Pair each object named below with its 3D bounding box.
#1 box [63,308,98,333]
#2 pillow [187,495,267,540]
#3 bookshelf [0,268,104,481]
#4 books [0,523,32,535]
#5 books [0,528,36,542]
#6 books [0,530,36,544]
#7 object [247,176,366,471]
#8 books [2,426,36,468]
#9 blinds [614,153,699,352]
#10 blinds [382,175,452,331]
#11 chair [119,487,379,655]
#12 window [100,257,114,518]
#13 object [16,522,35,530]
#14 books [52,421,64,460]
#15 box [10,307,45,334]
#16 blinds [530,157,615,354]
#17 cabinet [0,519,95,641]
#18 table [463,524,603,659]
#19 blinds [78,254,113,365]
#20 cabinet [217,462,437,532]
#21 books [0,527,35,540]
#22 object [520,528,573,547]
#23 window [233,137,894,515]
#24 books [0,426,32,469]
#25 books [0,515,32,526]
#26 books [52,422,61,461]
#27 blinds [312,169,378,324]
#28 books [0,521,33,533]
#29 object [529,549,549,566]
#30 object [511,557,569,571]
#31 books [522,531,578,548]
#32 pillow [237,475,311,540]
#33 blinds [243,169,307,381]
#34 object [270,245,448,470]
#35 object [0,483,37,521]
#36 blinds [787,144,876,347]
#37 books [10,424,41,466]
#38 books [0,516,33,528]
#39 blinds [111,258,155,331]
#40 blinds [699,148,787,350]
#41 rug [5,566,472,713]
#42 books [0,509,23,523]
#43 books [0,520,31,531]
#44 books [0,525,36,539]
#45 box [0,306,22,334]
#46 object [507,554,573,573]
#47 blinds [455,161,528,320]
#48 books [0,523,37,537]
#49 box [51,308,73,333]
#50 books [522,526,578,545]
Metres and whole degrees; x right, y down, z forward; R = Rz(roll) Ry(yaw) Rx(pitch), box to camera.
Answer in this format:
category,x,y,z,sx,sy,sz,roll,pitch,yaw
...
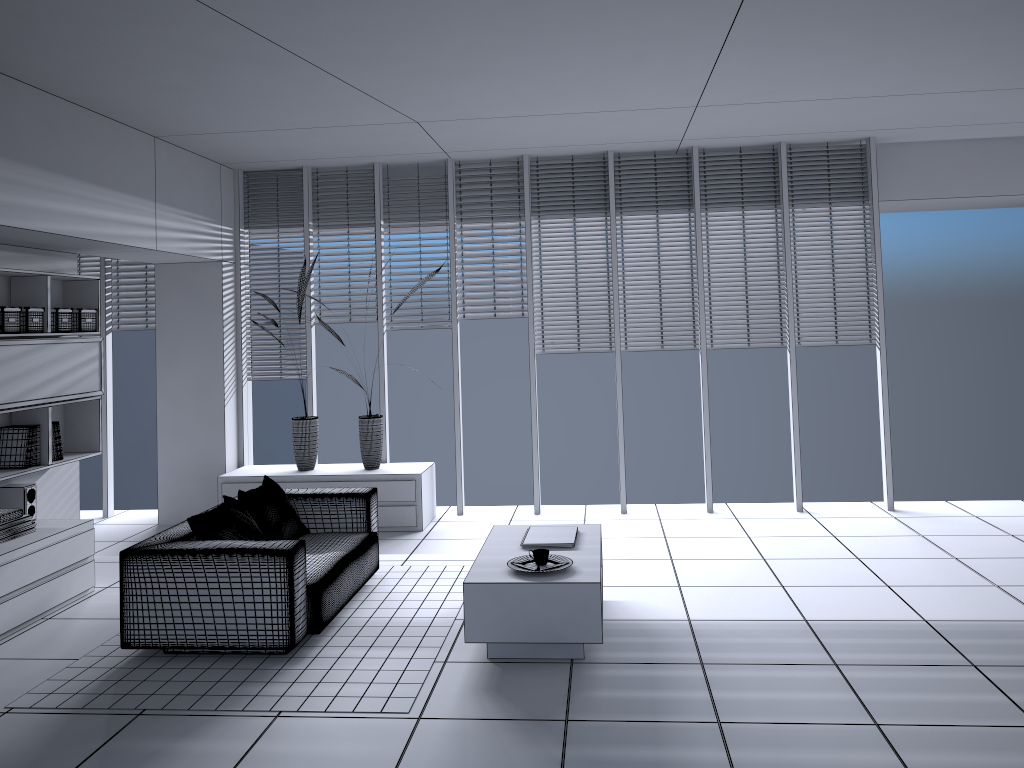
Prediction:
category,x,y,z,sx,sy,sz,roll,pitch,yaw
box,-3.056,-0.438,6.100,0.280,0.162,0.217,-2,2,6
pillow,-1.523,0.855,4.833,0.340,0.389,0.567,-2,2,3
bookshelf,-3.180,-0.031,4.834,0.327,1.252,2.820,-2,3,6
books,-3.031,0.850,5.088,0.285,0.008,0.416,-1,4,7
books,-3.026,0.889,5.126,0.285,0.008,0.416,-1,4,7
books,-3.026,0.898,5.119,0.285,0.008,0.416,-1,4,7
object,-1.751,-0.794,7.563,1.424,2.996,0.494,-3,-2,34
books,-3.104,0.395,5.532,0.207,0.261,0.074,-2,-2,5
blinds,1.237,-1.129,7.543,0.714,1.695,0.047,-2,-3,6
blinds,-0.823,-1.157,7.754,0.636,1.361,0.057,-2,-3,6
chair,-1.373,1.020,5.096,0.959,0.552,1.651,-2,3,6
window,-3.978,-0.335,7.990,0.688,3.137,0.100,-2,-3,6
object,-3.033,0.851,5.110,0.285,0.008,0.416,-1,4,7
books,-3.083,0.377,5.831,0.207,0.261,0.074,-2,-2,6
box,-3.114,-0.398,5.532,0.280,0.162,0.179,-2,1,6
blinds,0.532,-1.112,7.615,0.714,1.695,0.047,-2,-3,6
cabinet,-3.028,1.170,4.488,0.573,0.450,2.272,-2,4,6
table,0.158,1.084,4.719,0.650,0.389,1.202,-2,3,6
blinds,-3.987,-0.936,8.101,0.636,1.909,0.039,-2,-3,6
cabinet,-1.512,0.935,7.302,1.674,0.451,0.597,-1,2,6
books,-3.035,0.880,5.109,0.285,0.008,0.416,-1,4,7
object,0.210,0.860,4.956,0.285,0.008,0.416,-1,4,7
window,0.316,-0.440,7.524,5.500,3.137,0.100,-2,-2,6
books,-3.107,0.398,5.500,0.207,0.261,0.074,-2,-2,6
books,-3.038,0.803,5.079,0.285,0.008,0.416,-1,4,7
books,-3.087,0.379,5.800,0.207,0.261,0.074,-2,-2,6
blinds,-1.465,-1.222,7.823,0.636,1.370,0.051,-2,-3,6
books,-3.031,0.841,5.095,0.285,0.008,0.416,-1,4,7
object,0.139,0.862,4.370,0.096,0.070,0.084,-2,1,-13
object,0.138,0.892,4.369,0.217,0.012,0.214,-5,5,-38
books,0.221,0.866,4.966,0.285,0.008,0.416,-1,4,7
pillow,-1.465,0.792,5.411,0.300,0.399,0.566,-2,2,3
blinds,-2.097,-0.978,7.877,0.636,1.888,0.057,-2,-3,6
object,-1.244,-0.222,7.161,1.550,1.870,0.690,-2,-2,0
object,-3.126,0.758,5.584,0.177,0.232,0.119,-2,-1,6
blinds,2.668,-1.165,7.399,0.714,1.695,0.047,-2,-3,6
books,-3.101,0.391,5.599,0.207,0.259,0.050,-2,-2,6
books,-3.029,0.812,5.096,0.285,0.008,0.416,-1,4,7
blinds,-3.355,-1.179,8.046,0.636,1.381,0.039,-2,-3,6
blinds,1.953,-1.147,7.471,0.714,1.695,0.047,-2,-3,6
rug,-1.208,1.310,4.860,1.797,0.001,2.235,-1,4,6
books,-3.005,0.771,5.086,0.207,0.050,0.259,-1,4,11
books,-3.040,0.832,5.078,0.285,0.008,0.416,-1,4,7
books,-3.024,0.869,5.120,0.285,0.008,0.416,-1,4,7
box,-3.137,-0.382,5.310,0.280,0.162,0.179,-2,1,6
object,0.139,0.899,4.372,0.329,0.024,0.329,1,5,36
blinds,-0.184,-1.255,7.694,0.636,1.381,0.039,-2,-3,6
books,-3.024,0.860,5.127,0.285,0.008,0.416,-1,4,7
box,-3.083,-0.419,5.832,0.280,0.162,0.179,-2,1,6
books,0.219,0.851,4.955,0.285,0.008,0.416,-1,4,7
